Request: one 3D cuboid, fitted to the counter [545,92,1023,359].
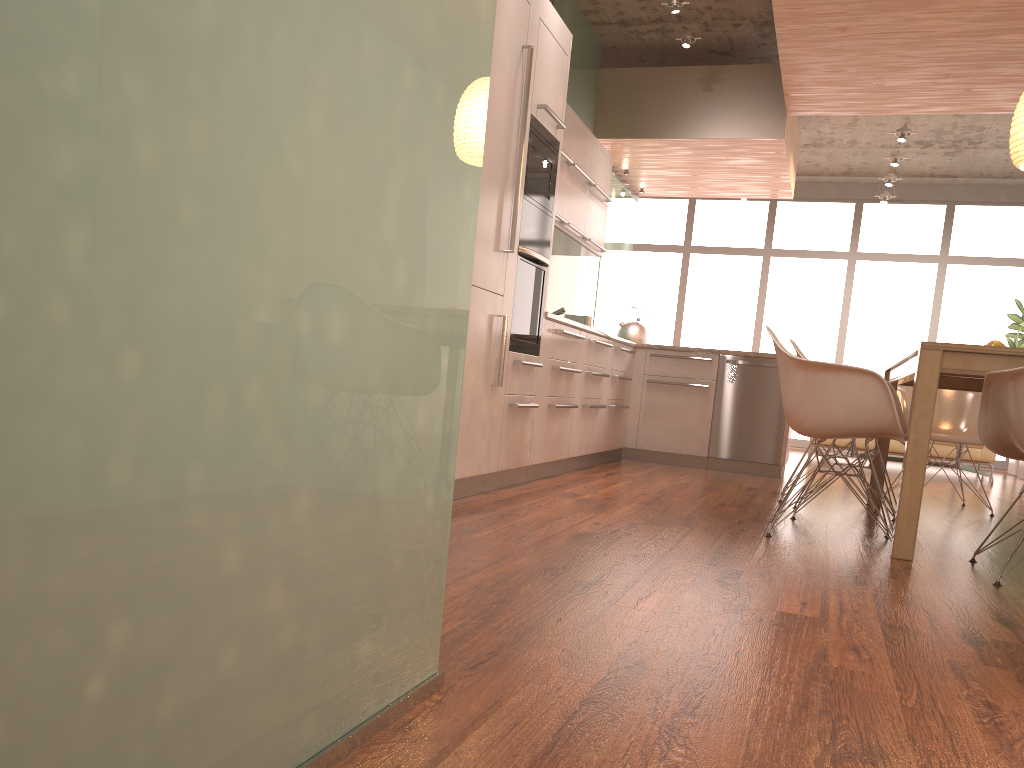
[{"bbox_3d":[1.579,-0.891,5.665,3.212,1.358,3.052,6,1,19],"label":"counter"}]

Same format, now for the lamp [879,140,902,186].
[{"bbox_3d":[3.984,-2.320,9.238,0.199,0.487,0.132,4,6,-13],"label":"lamp"}]

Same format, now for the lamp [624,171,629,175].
[{"bbox_3d":[1.122,-2.243,8.450,0.103,0.475,0.151,5,5,-8],"label":"lamp"}]

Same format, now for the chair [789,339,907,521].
[{"bbox_3d":[1.641,0.236,4.327,0.642,0.869,0.680,6,4,14],"label":"chair"}]

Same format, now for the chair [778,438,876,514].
[{"bbox_3d":[1.791,0.247,5.022,0.642,0.869,0.680,6,4,14],"label":"chair"}]

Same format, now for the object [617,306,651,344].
[{"bbox_3d":[0.975,-0.463,7.061,0.261,0.308,0.261,8,4,36],"label":"object"}]

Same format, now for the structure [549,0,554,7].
[{"bbox_3d":[0.097,-2.347,5.262,0.255,1.143,0.260,7,6,19],"label":"structure"}]

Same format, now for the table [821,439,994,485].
[{"bbox_3d":[3.742,0.566,8.360,1.868,0.564,0.935,6,2,19],"label":"table"}]

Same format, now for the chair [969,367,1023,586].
[{"bbox_3d":[1.954,0.272,3.029,0.683,0.869,0.639,6,4,14],"label":"chair"}]

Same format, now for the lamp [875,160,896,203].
[{"bbox_3d":[4.257,-2.298,10.008,0.199,0.487,0.132,4,6,-13],"label":"lamp"}]

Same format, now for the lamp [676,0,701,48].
[{"bbox_3d":[1.240,-2.575,6.107,0.153,0.475,0.102,4,6,-13],"label":"lamp"}]

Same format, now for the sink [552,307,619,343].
[{"bbox_3d":[0.455,-0.369,6.510,0.615,0.386,0.639,6,2,19],"label":"sink"}]

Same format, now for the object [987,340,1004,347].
[{"bbox_3d":[2.110,-0.156,3.855,0.082,0.072,0.079,5,3,-4],"label":"object"}]

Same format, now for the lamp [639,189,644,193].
[{"bbox_3d":[1.375,-2.223,9.165,0.103,0.475,0.151,5,5,-8],"label":"lamp"}]

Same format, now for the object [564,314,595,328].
[{"bbox_3d":[0.552,-0.454,7.222,0.236,0.204,0.152,6,4,19],"label":"object"}]

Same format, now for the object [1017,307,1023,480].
[{"bbox_3d":[5.673,-0.029,9.043,0.963,2.124,1.075,8,6,32],"label":"object"}]

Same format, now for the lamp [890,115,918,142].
[{"bbox_3d":[3.439,-2.365,7.699,0.199,0.487,0.132,4,6,-13],"label":"lamp"}]

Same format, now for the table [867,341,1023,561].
[{"bbox_3d":[2.287,0.323,4.076,1.024,0.816,2.063,6,1,20],"label":"table"}]

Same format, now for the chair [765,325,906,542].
[{"bbox_3d":[1.342,0.204,3.701,0.642,0.856,0.680,6,4,14],"label":"chair"}]

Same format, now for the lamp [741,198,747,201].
[{"bbox_3d":[2.802,-2.438,10.519,0.199,0.487,0.132,4,6,-13],"label":"lamp"}]

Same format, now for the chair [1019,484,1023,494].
[{"bbox_3d":[4.515,0.474,7.167,0.558,0.909,0.541,9,6,39],"label":"chair"}]

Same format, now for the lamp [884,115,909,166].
[{"bbox_3d":[3.712,-2.343,8.468,0.199,0.487,0.132,4,6,-13],"label":"lamp"}]

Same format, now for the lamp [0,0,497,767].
[{"bbox_3d":[1.920,-1.015,3.457,0.443,3.427,8.196,10,4,38],"label":"lamp"}]

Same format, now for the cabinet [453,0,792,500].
[{"bbox_3d":[0.732,-0.570,5.360,1.911,2.293,4.224,7,2,20],"label":"cabinet"}]

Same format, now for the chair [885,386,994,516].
[{"bbox_3d":[2.691,0.330,5.493,0.684,0.869,0.638,6,4,4],"label":"chair"}]

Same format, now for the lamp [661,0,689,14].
[{"bbox_3d":[1.051,-2.590,5.573,0.153,0.475,0.102,4,6,-13],"label":"lamp"}]

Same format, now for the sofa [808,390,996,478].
[{"bbox_3d":[4.191,0.464,9.545,1.799,0.845,0.874,6,3,19],"label":"sofa"}]

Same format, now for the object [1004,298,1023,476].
[{"bbox_3d":[5.884,-0.012,9.682,1.076,2.124,0.962,9,6,37],"label":"object"}]

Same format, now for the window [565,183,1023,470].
[{"bbox_3d":[2.219,-0.989,11.648,8.549,3.310,0.061,6,6,19],"label":"window"}]
